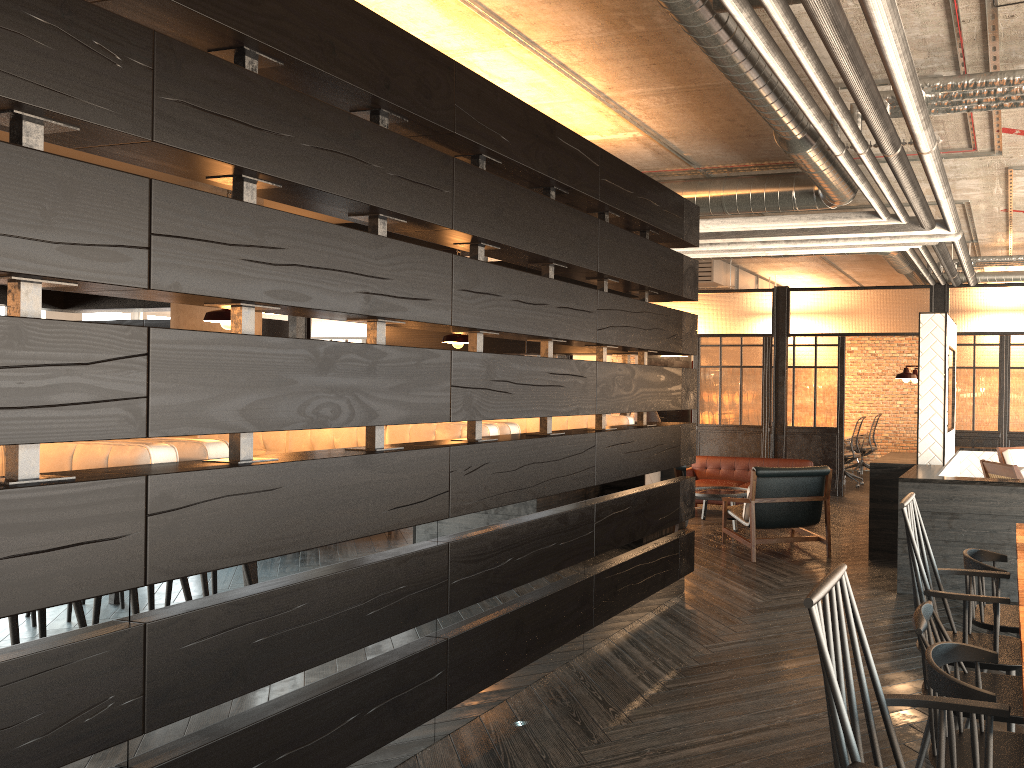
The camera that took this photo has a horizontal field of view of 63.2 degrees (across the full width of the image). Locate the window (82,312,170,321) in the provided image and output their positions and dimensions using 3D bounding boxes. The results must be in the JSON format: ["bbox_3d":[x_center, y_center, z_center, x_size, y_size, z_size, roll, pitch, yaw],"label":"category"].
[{"bbox_3d":[-5.758,-0.013,12.923,0.220,2.874,2.775,1,0,31],"label":"window"}]

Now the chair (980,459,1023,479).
[{"bbox_3d":[4.207,1.060,6.521,0.997,0.907,0.680,1,0,-8],"label":"chair"}]

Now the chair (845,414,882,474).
[{"bbox_3d":[5.984,1.031,14.267,0.631,1.063,0.768,1,0,25],"label":"chair"}]

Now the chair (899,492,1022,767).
[{"bbox_3d":[1.738,0.956,3.189,0.443,1.032,0.508,1,0,25],"label":"chair"}]

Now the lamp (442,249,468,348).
[{"bbox_3d":[-0.329,-0.746,5.179,0.181,1.050,0.207,1,0,18],"label":"lamp"}]

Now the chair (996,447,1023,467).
[{"bbox_3d":[5.173,1.077,7.975,0.820,0.907,0.816,1,0,-25],"label":"chair"}]

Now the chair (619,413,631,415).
[{"bbox_3d":[1.875,0.989,15.538,0.631,1.063,0.768,1,0,25],"label":"chair"}]

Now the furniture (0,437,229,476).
[{"bbox_3d":[-1.812,0.800,2.857,1.706,1.260,1.180,1,0,22],"label":"furniture"}]

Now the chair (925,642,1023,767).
[{"bbox_3d":[1.315,1.095,2.206,0.403,0.737,0.415,1,0,24],"label":"chair"}]

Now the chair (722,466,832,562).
[{"bbox_3d":[2.376,1.099,7.538,0.808,0.795,0.949,1,0,-8],"label":"chair"}]

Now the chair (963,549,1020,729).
[{"bbox_3d":[2.187,1.110,3.626,0.403,0.737,0.415,1,0,24],"label":"chair"}]

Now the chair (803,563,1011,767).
[{"bbox_3d":[0.884,0.941,1.763,0.443,1.032,0.508,1,0,25],"label":"chair"}]

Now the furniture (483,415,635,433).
[{"bbox_3d":[-0.089,0.831,5.735,1.710,1.260,0.649,1,0,19],"label":"furniture"}]

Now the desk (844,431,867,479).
[{"bbox_3d":[5.598,1.200,14.363,0.718,0.720,1.831,1,0,29],"label":"desk"}]

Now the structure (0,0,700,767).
[{"bbox_3d":[-2.906,0.048,4.158,5.524,2.742,6.076,1,0,25],"label":"structure"}]

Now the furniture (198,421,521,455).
[{"bbox_3d":[-0.848,0.817,4.467,1.706,1.260,1.180,1,0,22],"label":"furniture"}]

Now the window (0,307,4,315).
[{"bbox_3d":[-7.369,-0.042,10.232,0.220,2.874,2.775,1,0,31],"label":"window"}]

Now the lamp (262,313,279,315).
[{"bbox_3d":[-1.739,-1.269,5.991,0.387,1.502,0.503,1,0,33],"label":"lamp"}]

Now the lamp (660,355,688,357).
[{"bbox_3d":[2.592,-1.191,13.223,0.485,1.502,0.404,1,0,-14],"label":"lamp"}]

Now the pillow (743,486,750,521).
[{"bbox_3d":[2.376,1.044,7.346,0.739,0.334,0.232,1,0,-16],"label":"pillow"}]

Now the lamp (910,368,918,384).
[{"bbox_3d":[3.929,-0.090,8.080,0.245,0.171,0.181,1,0,-10],"label":"lamp"}]

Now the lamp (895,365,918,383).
[{"bbox_3d":[3.517,-0.097,7.392,0.245,0.171,0.181,1,0,-10],"label":"lamp"}]

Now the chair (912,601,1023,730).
[{"bbox_3d":[1.532,1.105,2.705,0.420,0.725,0.415,1,0,24],"label":"chair"}]

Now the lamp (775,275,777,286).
[{"bbox_3d":[4.742,-1.126,13.569,0.267,0.857,3.803,1,0,31],"label":"lamp"}]

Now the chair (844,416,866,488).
[{"bbox_3d":[5.031,1.014,12.676,0.631,1.063,0.768,1,0,25],"label":"chair"}]

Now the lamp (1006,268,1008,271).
[{"bbox_3d":[7.548,-1.097,12.701,0.267,0.857,3.803,1,0,31],"label":"lamp"}]

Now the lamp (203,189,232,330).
[{"bbox_3d":[-1.238,-0.762,3.662,0.168,1.050,0.219,1,0,33],"label":"lamp"}]

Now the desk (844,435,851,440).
[{"bbox_3d":[4.656,1.183,12.791,0.718,0.720,1.831,1,0,29],"label":"desk"}]

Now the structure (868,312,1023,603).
[{"bbox_3d":[5.196,0.470,7.273,3.583,2.115,4.106,1,0,25],"label":"structure"}]

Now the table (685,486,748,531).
[{"bbox_3d":[2.199,1.312,8.833,0.656,0.372,0.772,1,0,20],"label":"table"}]

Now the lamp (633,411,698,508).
[{"bbox_3d":[1.837,0.911,10.187,0.930,1.178,0.493,1,0,-18],"label":"lamp"}]

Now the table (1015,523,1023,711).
[{"bbox_3d":[1.939,1.075,2.206,1.066,0.791,4.177,1,0,30],"label":"table"}]

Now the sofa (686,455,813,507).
[{"bbox_3d":[2.725,1.191,9.734,1.472,0.637,0.739,1,0,20],"label":"sofa"}]
